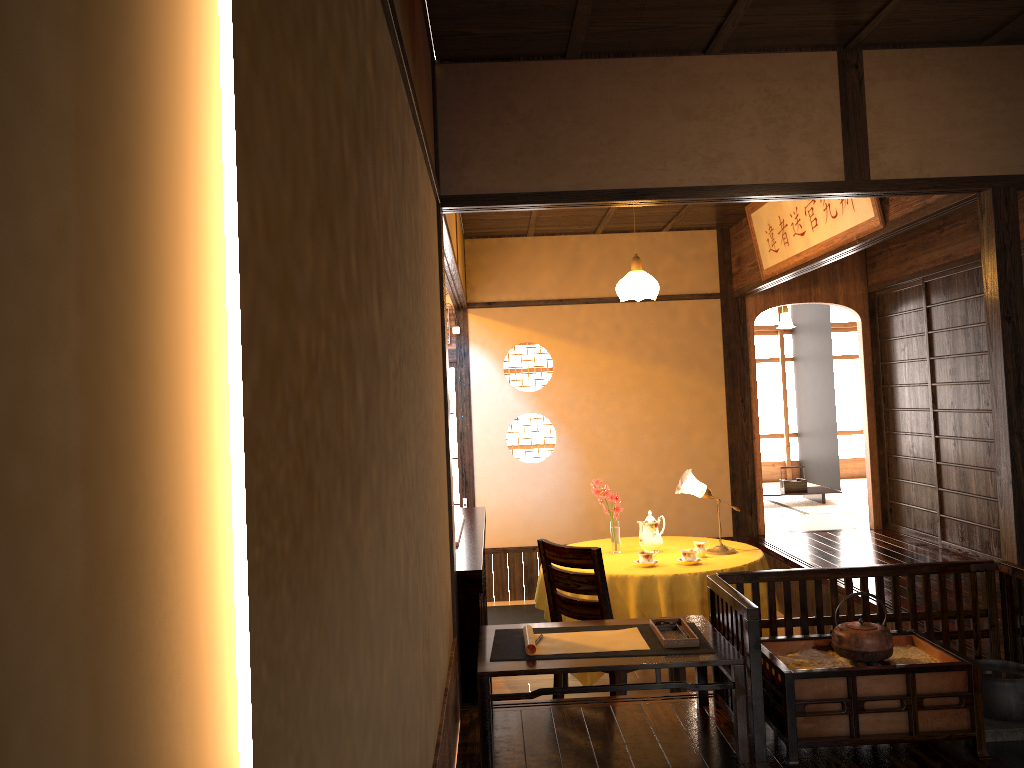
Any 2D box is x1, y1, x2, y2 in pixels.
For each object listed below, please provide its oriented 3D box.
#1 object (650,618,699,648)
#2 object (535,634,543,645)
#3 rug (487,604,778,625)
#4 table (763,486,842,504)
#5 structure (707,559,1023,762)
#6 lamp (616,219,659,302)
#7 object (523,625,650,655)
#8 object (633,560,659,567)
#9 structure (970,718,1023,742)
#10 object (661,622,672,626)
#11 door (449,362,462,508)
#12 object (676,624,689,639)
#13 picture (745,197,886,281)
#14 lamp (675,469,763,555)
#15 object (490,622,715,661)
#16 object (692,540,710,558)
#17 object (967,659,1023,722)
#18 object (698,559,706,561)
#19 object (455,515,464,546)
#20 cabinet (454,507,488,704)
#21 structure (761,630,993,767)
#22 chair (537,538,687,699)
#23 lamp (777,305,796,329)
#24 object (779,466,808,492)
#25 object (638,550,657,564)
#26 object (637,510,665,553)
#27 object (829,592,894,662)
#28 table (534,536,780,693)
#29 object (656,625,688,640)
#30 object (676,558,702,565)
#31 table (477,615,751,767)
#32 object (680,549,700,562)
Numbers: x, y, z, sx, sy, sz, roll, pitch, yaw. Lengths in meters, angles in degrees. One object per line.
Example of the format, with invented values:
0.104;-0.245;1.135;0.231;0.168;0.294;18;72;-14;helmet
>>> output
0.582;0.897;3.201;0.121;0.028;0.295;-2;-1;-1;object
0.095;0.926;3.207;0.012;0.010;0.141;-3;-1;14;object
0.441;1.764;6.741;2.955;0.005;0.900;-2;-1;-1;rug
2.859;1.217;9.575;1.200;0.118;0.599;-2;-1;-1;table
1.375;0.967;3.220;1.197;0.500;0.597;-2;-2;-1;structure
0.762;-0.920;5.493;0.249;0.811;0.276;-3;-3;20;lamp
0.258;0.905;3.178;0.430;0.038;0.275;-2;-1;-1;object
0.755;1.011;4.986;0.144;0.024;0.144;-1;-2;-41;object
1.739;1.180;3.145;0.330;0.040;0.330;-2;-1;-1;structure
0.575;0.897;3.288;0.040;0.021;0.040;-1;-2;-39;object
-1.744;0.868;7.397;2.648;2.003;0.066;-2;-3;-1;door
0.616;0.898;3.215;0.012;0.012;0.180;-2;-1;-1;object
1.842;-1.070;5.625;0.117;0.566;2.041;-2;-1;-1;picture
1.262;1.100;5.303;0.512;1.204;0.197;-2;-3;-1;lamp
0.310;0.924;3.192;0.760;0.003;0.405;-2;-1;2;object
1.103;0.963;5.195;0.083;0.098;0.078;-1;-2;-32;object
1.733;1.087;3.151;0.267;0.147;0.266;-1;-2;-35;object
1.024;0.989;4.949;0.126;0.019;0.029;-2;-2;2;object
-0.403;0.780;4.726;0.267;0.020;0.996;-2;-1;-1;object
-0.371;1.274;4.671;0.489;0.972;2.183;-2;-1;-1;cabinet
1.198;1.072;3.066;0.666;0.300;0.452;-2;-2;-1;structure
0.485;1.240;4.389;0.577;0.961;0.490;-1;-3;-36;chair
2.977;-1.005;9.697;0.196;0.799;0.225;-3;-3;6;lamp
3.039;1.021;9.589;0.260;0.259;0.150;-2;-2;-1;object
0.758;0.978;4.986;0.099;0.076;0.090;-3;-2;23;object
0.856;0.901;5.435;0.163;0.253;0.153;-3;-2;12;object
1.214;0.832;3.079;0.198;0.216;0.198;-4;-3;37;object
0.862;1.373;5.363;1.444;0.696;1.441;-2;-1;-1;table
0.570;0.895;3.161;0.082;0.019;0.200;-2;-1;-1;object
0.997;1.001;4.992;0.144;0.024;0.144;-1;-2;-41;object
0.326;1.093;3.184;0.880;0.337;0.599;-2;-1;-1;table
0.997;0.968;4.990;0.090;0.076;0.099;-2;-2;-17;object
